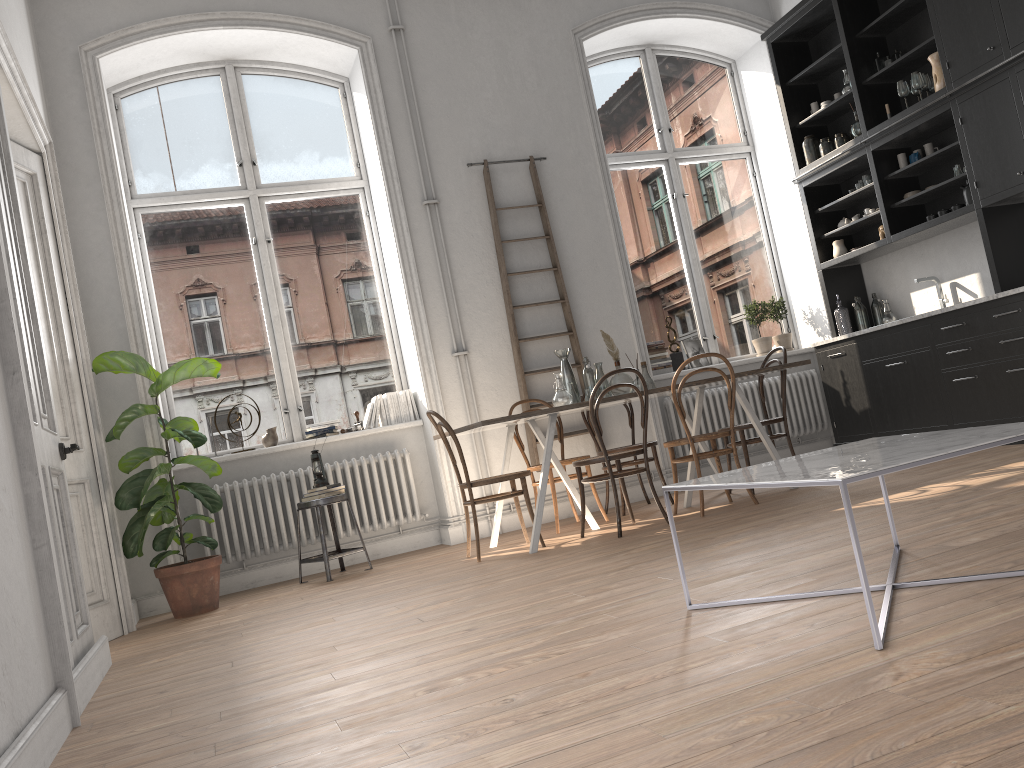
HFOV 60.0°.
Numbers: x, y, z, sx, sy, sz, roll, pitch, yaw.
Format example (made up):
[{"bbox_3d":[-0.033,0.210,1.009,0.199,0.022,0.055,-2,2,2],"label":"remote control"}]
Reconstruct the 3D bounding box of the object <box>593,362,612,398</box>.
[{"bbox_3d":[0.587,-0.012,5.807,0.098,0.255,0.100,-8,-5,-43],"label":"object"}]

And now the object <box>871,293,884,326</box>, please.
[{"bbox_3d":[2.965,-0.589,7.190,0.086,0.301,0.086,-13,-4,26],"label":"object"}]

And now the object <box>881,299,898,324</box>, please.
[{"bbox_3d":[2.994,-0.564,7.062,0.132,0.219,0.120,-10,-4,-20],"label":"object"}]

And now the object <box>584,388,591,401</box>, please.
[{"bbox_3d":[0.479,0.076,5.579,0.058,0.094,0.058,-12,-4,8],"label":"object"}]

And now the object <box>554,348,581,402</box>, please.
[{"bbox_3d":[0.366,-0.035,5.776,0.116,0.382,0.116,-11,-4,-9],"label":"object"}]

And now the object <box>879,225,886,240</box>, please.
[{"bbox_3d":[2.817,-1.144,6.717,0.070,0.123,0.173,-12,-4,12],"label":"object"}]

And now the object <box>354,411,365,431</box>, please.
[{"bbox_3d":[-1.139,0.273,6.566,0.088,0.153,0.048,-14,-5,40],"label":"object"}]

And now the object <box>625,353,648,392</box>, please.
[{"bbox_3d":[0.821,-0.073,5.807,0.106,0.283,0.107,-10,-4,-25],"label":"object"}]

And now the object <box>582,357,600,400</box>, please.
[{"bbox_3d":[0.501,-0.026,5.702,0.086,0.301,0.086,-9,-4,-34],"label":"object"}]

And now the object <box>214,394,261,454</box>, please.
[{"bbox_3d":[-1.950,0.281,6.329,0.347,0.425,0.087,-12,-4,13],"label":"object"}]

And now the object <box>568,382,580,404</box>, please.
[{"bbox_3d":[0.386,0.068,5.649,0.083,0.158,0.084,-10,-4,-24],"label":"object"}]

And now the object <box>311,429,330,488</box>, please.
[{"bbox_3d":[-1.297,0.500,5.985,0.155,0.383,0.163,-15,-5,44],"label":"object"}]

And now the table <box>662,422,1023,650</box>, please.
[{"bbox_3d":[1.042,0.393,2.545,0.849,0.392,0.850,-10,-4,-20],"label":"table"}]

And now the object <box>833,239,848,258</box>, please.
[{"bbox_3d":[2.665,-1.090,7.203,0.127,0.144,0.116,-8,-5,-41],"label":"object"}]

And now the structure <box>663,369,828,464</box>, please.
[{"bbox_3d":[1.966,0.267,7.522,1.576,0.552,0.195,-10,-4,-20],"label":"structure"}]

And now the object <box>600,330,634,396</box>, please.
[{"bbox_3d":[0.674,-0.135,5.681,0.156,0.446,0.157,-11,-4,-2],"label":"object"}]

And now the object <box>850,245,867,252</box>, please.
[{"bbox_3d":[2.791,-1.069,7.076,0.180,0.037,0.180,-9,-5,-35],"label":"object"}]

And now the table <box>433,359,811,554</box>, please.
[{"bbox_3d":[0.751,0.475,5.676,2.199,0.779,1.101,-10,-4,-20],"label":"table"}]

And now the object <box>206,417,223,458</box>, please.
[{"bbox_3d":[-2.106,0.376,6.241,0.095,0.288,0.095,-12,-4,3],"label":"object"}]

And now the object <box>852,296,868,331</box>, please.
[{"bbox_3d":[2.808,-0.560,7.162,0.086,0.301,0.086,-9,-4,-34],"label":"object"}]

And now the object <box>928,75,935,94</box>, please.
[{"bbox_3d":[3.010,-2.079,6.311,0.083,0.221,0.083,-12,-4,12],"label":"object"}]

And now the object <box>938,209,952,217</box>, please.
[{"bbox_3d":[3.005,-1.188,6.159,0.088,0.059,0.104,-8,-5,-41],"label":"object"}]

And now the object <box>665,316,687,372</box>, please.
[{"bbox_3d":[1.378,-0.343,7.573,0.122,0.488,0.102,-12,-3,5],"label":"object"}]

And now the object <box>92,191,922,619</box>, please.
[{"bbox_3d":[0.338,0.041,6.047,5.825,1.841,0.792,-10,-4,-15],"label":"object"}]

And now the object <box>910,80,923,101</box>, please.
[{"bbox_3d":[2.883,-2.055,6.298,0.083,0.221,0.083,-10,-4,-28],"label":"object"}]

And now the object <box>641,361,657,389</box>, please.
[{"bbox_3d":[0.896,-0.045,5.910,0.101,0.211,0.101,-13,-4,19],"label":"object"}]

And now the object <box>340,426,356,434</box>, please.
[{"bbox_3d":[-1.226,0.345,6.587,0.088,0.048,0.153,-13,-4,20],"label":"object"}]

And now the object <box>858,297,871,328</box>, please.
[{"bbox_3d":[2.871,-0.565,7.268,0.086,0.301,0.086,-11,-4,-6],"label":"object"}]

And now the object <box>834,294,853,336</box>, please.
[{"bbox_3d":[2.672,-0.558,7.184,0.108,0.349,0.109,-9,-4,-39],"label":"object"}]

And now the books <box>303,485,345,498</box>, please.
[{"bbox_3d":[-1.255,0.719,5.939,0.163,0.029,0.232,-15,-5,41],"label":"books"}]

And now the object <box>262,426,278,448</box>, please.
[{"bbox_3d":[-1.743,0.386,6.382,0.100,0.142,0.102,-8,-5,-45],"label":"object"}]

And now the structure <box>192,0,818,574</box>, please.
[{"bbox_3d":[-0.062,-1.159,6.933,5.179,4.471,0.340,-10,-4,-20],"label":"structure"}]

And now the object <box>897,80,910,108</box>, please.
[{"bbox_3d":[2.782,-2.036,6.278,0.083,0.221,0.083,-12,-4,12],"label":"object"}]

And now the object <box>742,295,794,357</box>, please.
[{"bbox_3d":[2.286,-0.519,7.911,0.499,0.523,0.234,-9,-4,-31],"label":"object"}]

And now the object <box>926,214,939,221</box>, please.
[{"bbox_3d":[2.976,-1.175,6.267,0.088,0.059,0.104,-9,-4,-31],"label":"object"}]

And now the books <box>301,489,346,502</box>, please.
[{"bbox_3d":[-1.260,0.746,5.931,0.194,0.034,0.246,-13,-4,20],"label":"books"}]

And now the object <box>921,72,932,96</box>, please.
[{"bbox_3d":[2.910,-2.066,6.220,0.083,0.221,0.083,-10,-4,-21],"label":"object"}]

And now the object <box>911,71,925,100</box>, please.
[{"bbox_3d":[2.827,-2.053,6.156,0.083,0.221,0.083,-13,-4,27],"label":"object"}]

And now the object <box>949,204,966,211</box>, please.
[{"bbox_3d":[3.057,-1.205,6.072,0.104,0.059,0.088,-11,-4,-11],"label":"object"}]

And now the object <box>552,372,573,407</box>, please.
[{"bbox_3d":[0.302,0.041,5.488,0.132,0.219,0.132,-9,-4,-31],"label":"object"}]

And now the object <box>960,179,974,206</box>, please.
[{"bbox_3d":[3.106,-1.290,5.964,0.124,0.191,0.129,-12,-4,8],"label":"object"}]

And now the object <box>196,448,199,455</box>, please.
[{"bbox_3d":[-2.233,0.402,6.256,0.095,0.288,0.095,-12,-4,12],"label":"object"}]

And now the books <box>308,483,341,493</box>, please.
[{"bbox_3d":[-1.258,0.697,5.942,0.147,0.027,0.221,-12,-4,12],"label":"books"}]
